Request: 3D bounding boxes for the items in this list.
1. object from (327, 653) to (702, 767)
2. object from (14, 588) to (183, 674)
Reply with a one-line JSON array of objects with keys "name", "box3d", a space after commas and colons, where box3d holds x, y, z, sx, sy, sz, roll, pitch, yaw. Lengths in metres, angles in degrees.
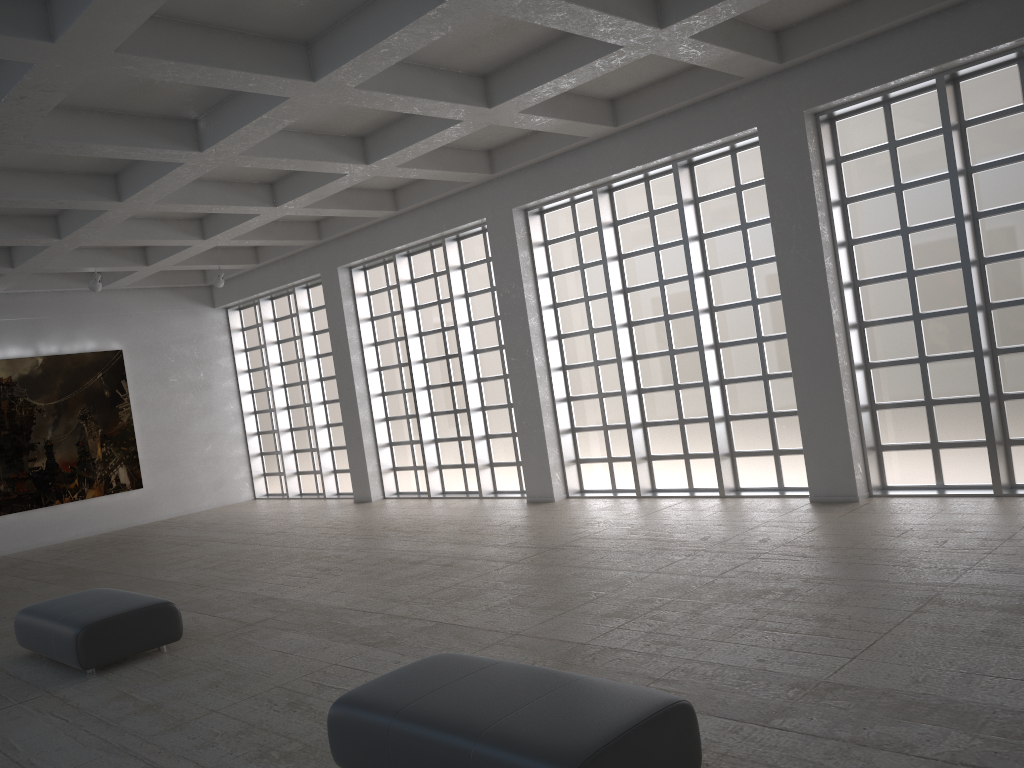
[{"name": "object", "box3d": [-0.086, 3.021, 7.594, 1.616, 0.828, 3.044, -9, 1, -45]}, {"name": "object", "box3d": [-6.736, 3.917, 14.347, 1.616, 0.828, 3.044, -9, 1, -45]}]
